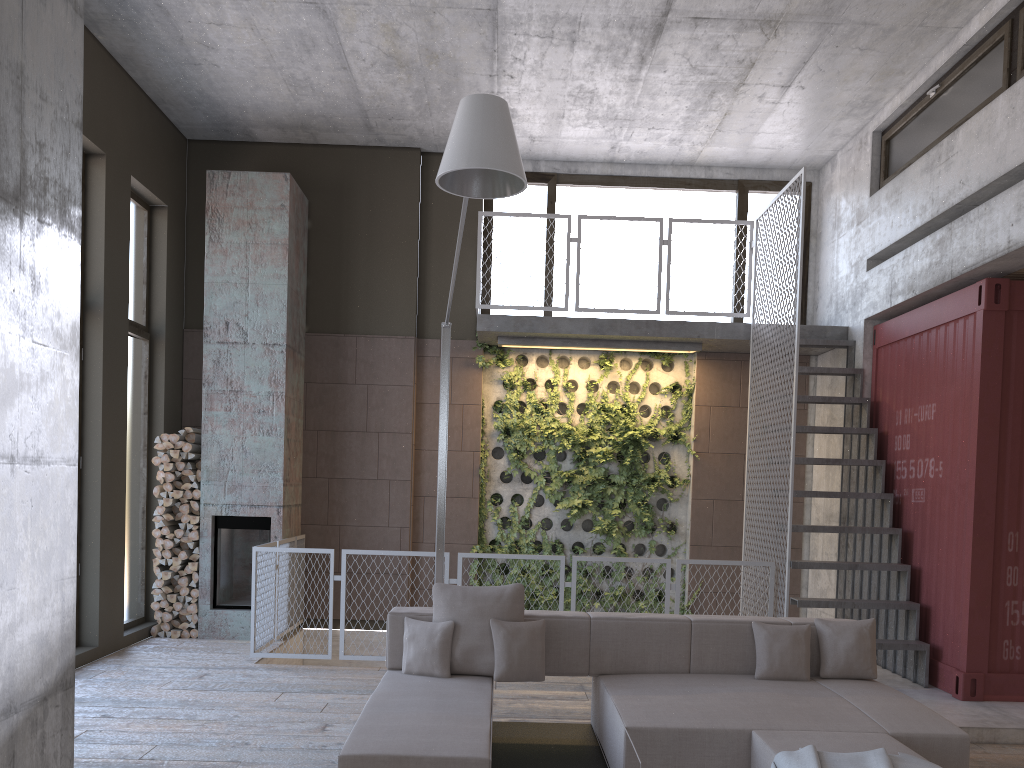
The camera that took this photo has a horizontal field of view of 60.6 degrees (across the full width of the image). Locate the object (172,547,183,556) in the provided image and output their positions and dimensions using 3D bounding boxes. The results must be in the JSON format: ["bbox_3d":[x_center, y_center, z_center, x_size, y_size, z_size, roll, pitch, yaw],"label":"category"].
[{"bbox_3d":[-3.302,1.676,8.807,0.101,0.086,0.365,2,-6,-1],"label":"object"}]

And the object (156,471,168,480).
[{"bbox_3d":[-3.428,0.913,8.724,0.101,0.102,0.294,2,-6,0],"label":"object"}]

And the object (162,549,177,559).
[{"bbox_3d":[-3.380,1.686,8.780,0.092,0.093,0.439,2,-6,-1],"label":"object"}]

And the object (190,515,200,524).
[{"bbox_3d":[-3.092,1.351,8.765,0.093,0.083,0.482,2,-6,-1],"label":"object"}]

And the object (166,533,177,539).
[{"bbox_3d":[-3.346,1.507,8.731,0.089,0.056,0.334,2,-6,-1],"label":"object"}]

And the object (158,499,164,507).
[{"bbox_3d":[-3.410,1.180,8.714,0.067,0.067,0.425,2,-6,-1],"label":"object"}]

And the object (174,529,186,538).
[{"bbox_3d":[-3.249,1.482,8.751,0.091,0.089,0.457,2,-6,-2],"label":"object"}]

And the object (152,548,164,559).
[{"bbox_3d":[-3.470,1.684,8.736,0.088,0.108,0.367,2,-6,-1],"label":"object"}]

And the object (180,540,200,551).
[{"bbox_3d":[-3.243,1.624,8.840,0.104,0.102,0.293,2,-6,-1],"label":"object"}]

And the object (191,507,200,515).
[{"bbox_3d":[-3.126,1.268,8.796,0.101,0.086,0.365,2,-6,-1],"label":"object"}]

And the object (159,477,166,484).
[{"bbox_3d":[-3.410,0.952,8.642,0.045,0.072,0.252,2,-6,-1],"label":"object"}]

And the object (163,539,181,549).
[{"bbox_3d":[-3.353,1.579,8.703,0.098,0.106,0.295,2,-6,0],"label":"object"}]

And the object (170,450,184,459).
[{"bbox_3d":[-3.266,0.705,8.712,0.094,0.083,0.482,2,-6,-1],"label":"object"}]

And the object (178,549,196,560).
[{"bbox_3d":[-3.202,1.694,8.756,0.091,0.089,0.458,2,-6,0],"label":"object"}]

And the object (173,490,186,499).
[{"bbox_3d":[-3.249,1.100,8.754,0.093,0.083,0.482,2,-6,-1],"label":"object"}]

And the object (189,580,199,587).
[{"bbox_3d":[-3.132,1.979,8.791,0.071,0.072,0.425,2,-6,-1],"label":"object"}]

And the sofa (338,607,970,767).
[{"bbox_3d":[0.732,1.689,4.219,2.997,0.784,3.028,2,-6,-1],"label":"sofa"}]

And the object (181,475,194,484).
[{"bbox_3d":[-3.223,0.966,8.818,0.104,0.102,0.293,2,-6,-1],"label":"object"}]

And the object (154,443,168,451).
[{"bbox_3d":[-3.428,0.633,8.720,0.122,0.068,0.365,2,-6,0],"label":"object"}]

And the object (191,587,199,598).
[{"bbox_3d":[-3.108,2.076,8.804,0.091,0.092,0.439,2,-6,-1],"label":"object"}]

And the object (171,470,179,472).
[{"bbox_3d":[-3.326,0.849,8.709,0.089,0.056,0.334,2,-6,-1],"label":"object"}]

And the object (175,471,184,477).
[{"bbox_3d":[-3.267,0.893,8.737,0.064,0.074,0.361,2,-6,-2],"label":"object"}]

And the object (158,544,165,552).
[{"bbox_3d":[-3.430,1.611,8.663,0.045,0.072,0.252,2,-6,-1],"label":"object"}]

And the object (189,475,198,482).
[{"bbox_3d":[-3.132,0.951,8.749,0.067,0.084,0.427,2,-6,-3],"label":"object"}]

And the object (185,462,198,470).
[{"bbox_3d":[-3.159,0.819,8.760,0.067,0.071,0.425,2,-6,-2],"label":"object"}]

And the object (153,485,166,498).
[{"bbox_3d":[-3.469,1.069,8.716,0.064,0.124,0.366,2,-6,-2],"label":"object"}]

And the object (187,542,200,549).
[{"bbox_3d":[-3.151,1.609,8.771,0.067,0.084,0.427,2,-6,-3],"label":"object"}]

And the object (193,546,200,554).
[{"bbox_3d":[-3.097,1.643,8.773,0.067,0.084,0.427,2,-6,-3],"label":"object"}]

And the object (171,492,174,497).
[{"bbox_3d":[-3.265,1.104,8.736,0.115,0.079,0.437,2,-6,-1],"label":"object"}]

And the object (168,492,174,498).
[{"bbox_3d":[-3.325,1.108,8.755,0.067,0.067,0.425,2,-6,-1],"label":"object"}]

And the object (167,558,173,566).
[{"bbox_3d":[-3.345,1.767,8.777,0.067,0.067,0.425,2,-6,-1],"label":"object"}]

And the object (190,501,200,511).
[{"bbox_3d":[-3.101,1.214,8.726,0.088,0.108,0.367,2,-6,-1],"label":"object"}]

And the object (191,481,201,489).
[{"bbox_3d":[-3.103,1.008,8.758,0.071,0.072,0.425,2,-6,-1],"label":"object"}]

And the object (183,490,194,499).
[{"bbox_3d":[-3.166,1.105,8.775,0.091,0.089,0.458,2,-6,-1],"label":"object"}]

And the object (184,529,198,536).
[{"bbox_3d":[-3.179,1.478,8.781,0.067,0.071,0.425,2,-6,-2],"label":"object"}]

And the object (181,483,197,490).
[{"bbox_3d":[-3.181,1.032,8.777,0.115,0.079,0.437,2,-6,-1],"label":"object"}]

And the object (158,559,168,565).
[{"bbox_3d":[-3.426,1.762,8.776,0.067,0.067,0.425,2,-6,-1],"label":"object"}]

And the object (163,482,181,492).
[{"bbox_3d":[-3.360,1.028,8.759,0.092,0.093,0.439,2,-6,-1],"label":"object"}]

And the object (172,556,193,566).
[{"bbox_3d":[-3.269,1.759,8.776,0.093,0.083,0.482,2,-6,-1],"label":"object"}]

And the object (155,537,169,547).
[{"bbox_3d":[-3.448,1.571,8.745,0.101,0.102,0.294,2,-6,0],"label":"object"}]

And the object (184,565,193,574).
[{"bbox_3d":[-3.167,1.839,8.799,0.091,0.089,0.458,2,-6,-1],"label":"object"}]

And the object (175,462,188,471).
[{"bbox_3d":[-3.229,0.824,8.729,0.091,0.089,0.457,2,-6,-2],"label":"object"}]

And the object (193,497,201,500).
[{"bbox_3d":[-3.079,1.101,8.735,0.101,0.102,0.294,2,-6,0],"label":"object"}]

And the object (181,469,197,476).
[{"bbox_3d":[-3.165,0.882,8.735,0.122,0.067,0.365,2,-6,0],"label":"object"}]

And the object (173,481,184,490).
[{"bbox_3d":[-3.283,1.018,8.785,0.101,0.086,0.365,2,-6,-1],"label":"object"}]

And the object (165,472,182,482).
[{"bbox_3d":[-3.333,0.921,8.681,0.098,0.106,0.295,2,-6,0],"label":"object"}]

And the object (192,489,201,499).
[{"bbox_3d":[-3.079,1.099,8.772,0.091,0.092,0.439,2,-6,-1],"label":"object"}]

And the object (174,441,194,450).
[{"bbox_3d":[-3.225,0.615,8.675,0.104,0.083,0.365,2,-6,-1],"label":"object"}]

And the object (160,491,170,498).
[{"bbox_3d":[-3.406,1.104,8.754,0.067,0.067,0.425,2,-6,-1],"label":"object"}]

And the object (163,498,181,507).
[{"bbox_3d":[-3.334,1.172,8.713,0.093,0.083,0.482,2,-6,-1],"label":"object"}]
